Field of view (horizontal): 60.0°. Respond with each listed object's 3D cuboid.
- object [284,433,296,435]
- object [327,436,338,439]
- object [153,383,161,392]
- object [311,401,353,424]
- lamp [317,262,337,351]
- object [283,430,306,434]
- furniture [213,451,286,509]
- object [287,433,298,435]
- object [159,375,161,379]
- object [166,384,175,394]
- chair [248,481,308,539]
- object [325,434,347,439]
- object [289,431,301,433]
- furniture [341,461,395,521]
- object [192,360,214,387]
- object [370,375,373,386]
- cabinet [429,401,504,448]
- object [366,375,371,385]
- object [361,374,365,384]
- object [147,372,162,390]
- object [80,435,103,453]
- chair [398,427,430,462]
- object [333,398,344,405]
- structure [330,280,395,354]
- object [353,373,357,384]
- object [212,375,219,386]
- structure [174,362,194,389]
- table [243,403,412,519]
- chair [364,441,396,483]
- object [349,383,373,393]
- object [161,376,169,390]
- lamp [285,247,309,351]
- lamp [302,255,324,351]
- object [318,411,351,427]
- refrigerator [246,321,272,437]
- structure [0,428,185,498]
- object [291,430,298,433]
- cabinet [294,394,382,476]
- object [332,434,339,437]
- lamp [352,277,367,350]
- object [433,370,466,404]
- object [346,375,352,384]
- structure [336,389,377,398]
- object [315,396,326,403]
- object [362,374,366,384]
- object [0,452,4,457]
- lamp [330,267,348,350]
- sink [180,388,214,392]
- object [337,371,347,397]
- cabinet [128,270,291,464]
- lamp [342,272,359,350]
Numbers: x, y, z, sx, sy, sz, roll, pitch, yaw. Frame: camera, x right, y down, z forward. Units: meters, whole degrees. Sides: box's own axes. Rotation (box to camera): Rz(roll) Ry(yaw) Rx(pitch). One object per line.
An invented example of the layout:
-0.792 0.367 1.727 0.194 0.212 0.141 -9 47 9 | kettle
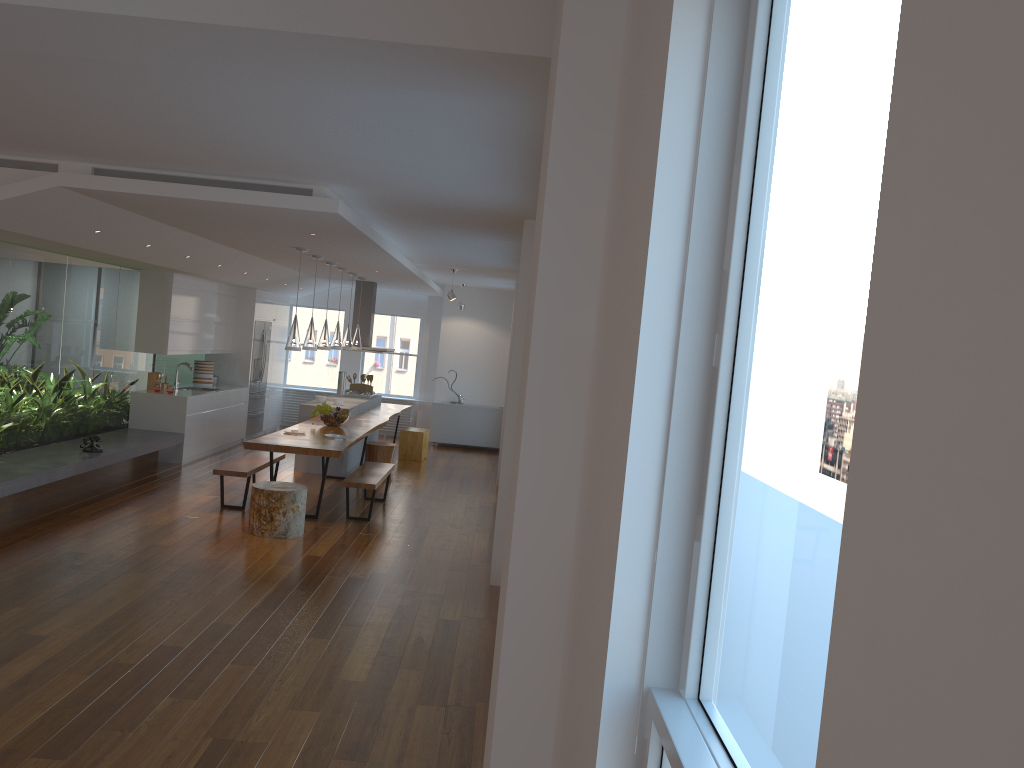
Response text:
-2.198 0.492 8.783 0.149 0.014 0.044 5 2 -2 | object
-1.751 0.532 8.769 0.158 0.017 0.019 5 2 -6 | object
-4.340 0.043 10.844 0.094 0.106 0.094 6 2 5 | object
-2.009 0.334 9.903 0.394 0.284 0.292 4 3 -37 | object
-2.077 -0.912 9.997 0.160 1.060 0.160 7 3 26 | lamp
-2.185 0.485 8.918 0.222 0.020 0.222 7 3 40 | object
-2.629 0.965 8.921 0.316 0.389 1.433 5 2 -1 | furniture
-2.198 0.495 8.817 0.164 0.006 0.017 6 2 5 | object
-4.440 -0.026 11.146 0.040 0.192 0.042 3 3 -40 | object
-4.159 0.062 10.799 0.094 0.106 0.094 6 2 5 | object
-2.003 1.072 7.590 0.460 0.400 0.460 6 2 9 | chair
-1.765 0.527 8.875 0.222 0.020 0.222 5 2 -9 | object
-2.186 0.489 8.918 0.124 0.011 0.124 6 3 21 | object
-1.442 1.079 8.934 0.316 0.389 1.433 5 2 -1 | furniture
-4.320 -0.141 12.408 0.267 0.356 0.266 7 3 25 | object
-2.178 0.007 13.665 0.057 0.294 0.030 5 2 -1 | object
-0.714 0.715 14.982 1.309 0.725 0.420 5 2 -1 | cabinet
-2.215 0.004 13.647 0.068 0.298 0.039 5 2 -1 | object
-2.313 -0.007 13.662 0.061 0.299 0.040 5 2 -3 | object
-4.478 -0.036 11.111 0.104 0.222 0.200 5 2 -1 | object
-4.102 0.578 8.645 0.216 0.155 0.181 4 3 -36 | object
-1.438 0.883 13.021 0.344 0.430 0.549 6 2 3 | chair
-2.197 0.226 11.217 0.152 0.082 0.152 3 3 -40 | object
-2.178 -1.186 13.130 0.909 1.405 0.900 5 2 -1 | structure
-2.431 -0.019 13.662 0.055 0.299 0.027 5 2 -1 | object
-4.364 -0.078 12.796 0.265 0.196 0.284 8 3 41 | object
-4.382 -0.028 11.857 0.248 0.536 0.115 5 2 -1 | structure
-2.010 0.779 10.924 0.893 0.704 5.996 5 2 -1 | table
-1.628 0.951 10.806 0.396 0.455 0.402 5 2 -11 | chair
-2.321 0.072 13.656 0.353 0.157 0.084 5 2 -1 | object
-4.468 -0.020 11.360 0.100 0.170 0.173 6 2 1 | object
-2.067 -0.850 8.552 0.160 1.060 0.160 7 3 26 | lamp
-2.072 -0.881 9.275 0.160 1.060 0.160 7 3 26 | lamp
-1.989 0.399 9.891 0.360 0.159 0.360 4 3 -37 | object
-4.166 -0.101 13.604 0.725 1.772 0.908 5 2 -1 | refrigerator
-5.455 0.727 8.466 3.088 0.386 5.584 5 2 -1 | structure
-2.185 0.479 8.917 0.070 0.030 0.079 4 3 -37 | object
-2.347 0.624 12.313 0.597 0.832 2.936 5 2 -1 | cabinet
-1.764 0.521 8.875 0.079 0.030 0.070 8 3 43 | object
-2.092 -1.005 12.164 0.160 1.060 0.160 7 3 26 | lamp
-1.035 0.039 14.907 0.590 0.563 0.210 4 3 -29 | object
-2.469 -0.005 13.659 0.199 0.259 0.016 6 2 10 | object
-2.308 0.136 13.213 0.520 0.073 0.650 5 2 -1 | structure
-2.446 0.197 11.338 0.152 0.082 0.152 7 3 39 | object
-2.278 -0.002 13.643 0.057 0.299 0.019 5 2 -1 | object
-4.087 0.450 6.922 0.318 0.565 0.134 7 3 36 | object
-2.082 -0.943 10.719 0.160 1.060 0.160 7 3 26 | lamp
-4.207 0.188 11.839 0.449 0.192 0.666 5 2 -1 | sink
-2.434 0.001 12.748 0.172 0.356 0.120 3 3 -42 | object
-4.195 -0.289 12.853 0.676 2.280 4.565 5 2 -1 | cabinet
-2.087 -0.974 11.442 0.160 1.060 0.160 7 3 26 | lamp
